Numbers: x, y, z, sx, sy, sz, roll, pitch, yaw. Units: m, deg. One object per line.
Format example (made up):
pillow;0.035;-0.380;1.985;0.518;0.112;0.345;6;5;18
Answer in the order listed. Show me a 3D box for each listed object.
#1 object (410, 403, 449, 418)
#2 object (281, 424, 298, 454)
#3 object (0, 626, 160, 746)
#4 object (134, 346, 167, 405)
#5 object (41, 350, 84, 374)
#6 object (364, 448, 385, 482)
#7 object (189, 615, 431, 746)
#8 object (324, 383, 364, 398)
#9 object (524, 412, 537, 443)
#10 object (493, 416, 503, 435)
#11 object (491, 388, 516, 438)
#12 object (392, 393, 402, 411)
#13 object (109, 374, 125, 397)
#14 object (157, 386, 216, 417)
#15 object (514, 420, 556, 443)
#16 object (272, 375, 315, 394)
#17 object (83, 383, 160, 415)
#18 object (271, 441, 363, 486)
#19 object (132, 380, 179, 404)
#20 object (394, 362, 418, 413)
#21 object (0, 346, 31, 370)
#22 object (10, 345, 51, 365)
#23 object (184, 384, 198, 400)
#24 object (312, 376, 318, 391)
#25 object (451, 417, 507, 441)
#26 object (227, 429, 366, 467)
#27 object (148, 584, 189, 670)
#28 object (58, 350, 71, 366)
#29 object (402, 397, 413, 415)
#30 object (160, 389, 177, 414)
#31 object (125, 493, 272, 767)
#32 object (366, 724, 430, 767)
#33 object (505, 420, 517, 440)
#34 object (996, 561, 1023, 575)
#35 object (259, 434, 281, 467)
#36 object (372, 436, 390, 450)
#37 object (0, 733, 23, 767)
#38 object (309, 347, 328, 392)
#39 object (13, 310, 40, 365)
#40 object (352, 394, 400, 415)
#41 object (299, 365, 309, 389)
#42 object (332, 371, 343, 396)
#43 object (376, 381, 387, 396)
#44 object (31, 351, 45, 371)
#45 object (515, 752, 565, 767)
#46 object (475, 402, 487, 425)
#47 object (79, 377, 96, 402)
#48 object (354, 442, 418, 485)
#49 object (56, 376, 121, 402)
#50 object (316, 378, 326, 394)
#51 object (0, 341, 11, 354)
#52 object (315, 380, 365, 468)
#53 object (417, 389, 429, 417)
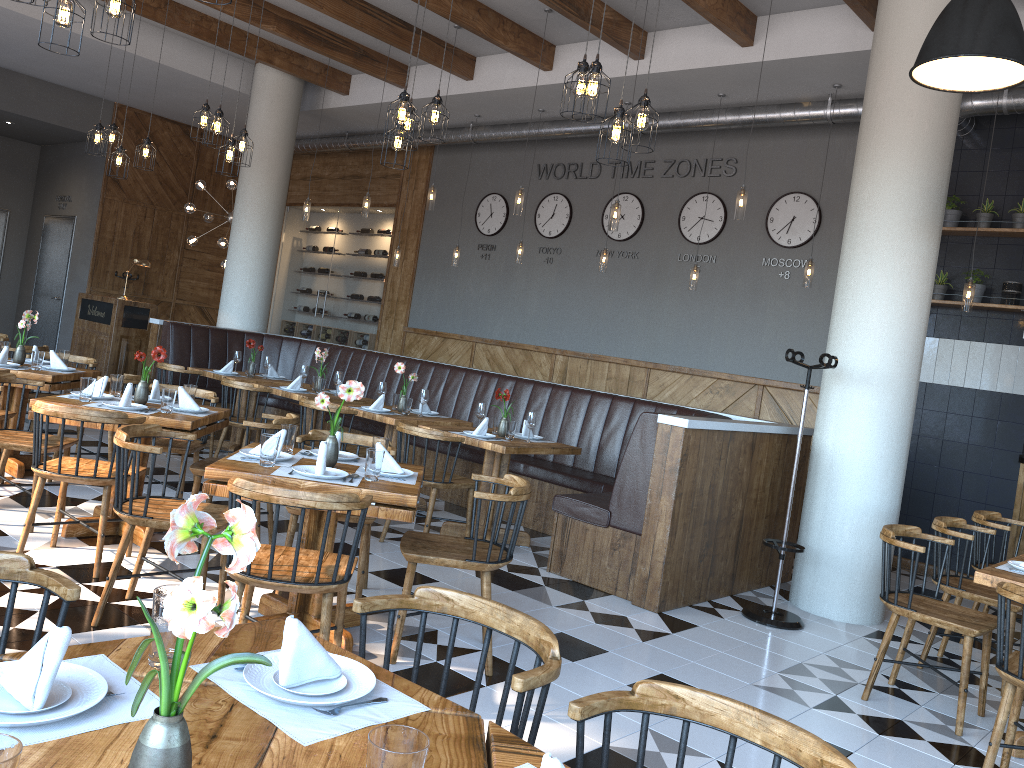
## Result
object;-0.709;0.179;7.319;0.353;0.137;0.271;10;3;41
object;-1.056;0.259;4.171;0.080;0.132;0.080;9;1;6
object;-0.733;0.421;1.361;0.273;0.137;0.351;10;3;41
object;-2.101;-0.051;5.143;0.171;0.355;0.156;9;0;6
object;-3.277;-0.169;6.403;0.272;0.137;0.352;8;2;-4
object;-0.589;0.346;3.774;0.080;0.132;0.080;9;1;16
object;-0.349;0.470;1.570;0.353;0.137;0.271;10;3;41
object;-1.534;0.025;8.049;0.353;0.137;0.271;10;3;41
object;0.131;0.307;6.307;0.081;0.215;0.081;9;0;10
object;-0.104;0.305;6.524;0.080;0.132;0.080;9;1;41
object;-0.076;0.203;6.373;0.156;0.355;0.170;9;0;44
object;-0.944;0.148;7.266;0.080;0.132;0.080;9;1;41
object;-2.390;0.010;5.350;0.080;0.132;0.080;8;1;-44
object;-1.887;0.090;5.179;0.272;0.137;0.352;8;2;-4
object;0.128;0.335;6.580;0.353;0.137;0.271;10;3;41
object;-1.882;-0.011;7.659;0.353;0.137;0.271;10;3;41
object;-2.131;0.065;4.891;0.352;0.137;0.272;8;2;-4
object;-0.798;0.315;3.708;0.352;0.137;0.272;8;2;-4
object;-2.173;0.037;5.422;0.352;0.137;0.272;8;2;-4
object;-0.875;0.028;7.146;0.147;0.400;0.206;9;0;43
object;-3.521;-0.194;6.115;0.352;0.137;0.272;8;2;-4
object;-3.562;-0.222;6.647;0.352;0.137;0.272;8;2;-4
object;-1.965;0.072;5.392;0.080;0.132;0.080;8;1;-44
object;-1.764;-0.005;7.991;0.080;0.132;0.080;9;1;41
object;-0.221;0.299;6.190;0.353;0.137;0.271;10;3;41
object;-0.940;0.278;4.076;0.577;0.137;0.582;8;2;-4
object;-0.606;0.434;1.577;0.080;0.132;0.080;9;1;26
object;-3.349;-0.186;6.615;0.080;0.132;0.080;8;1;-34
object;-0.831;0.176;6.999;0.080;0.132;0.080;8;1;-44
object;-1.923;0.097;4.953;0.080;0.132;0.080;8;1;-34
object;-0.398;0.349;1.112;0.146;0.400;0.207;8;0;-44
object;-0.154;0.520;1.138;0.080;0.132;0.080;9;1;26
object;-0.011;0.330;6.274;0.080;0.132;0.080;9;1;26
object;2.371;0.780;3.982;0.273;0.137;0.351;10;3;41
object;-1.025;0.282;3.737;0.080;0.132;0.080;9;1;16
object;-0.631;0.321;4.212;0.080;0.132;0.080;9;1;6
object;-0.586;0.462;0.963;0.080;0.132;0.080;9;1;26
object;-1.711;-0.126;7.849;0.146;0.400;0.207;8;0;-41
object;-3.501;-0.335;6.389;0.146;0.400;0.207;8;0;-37
object;-1.057;0.143;6.930;0.353;0.137;0.271;10;3;41
object;-1.868;-0.060;7.928;0.081;0.215;0.081;9;0;33
object;-1.529;-0.003;7.774;0.081;0.215;0.081;8;0;-18
object;-1.069;0.089;7.222;0.081;0.215;0.081;9;0;4
object;-3.308;-0.162;6.176;0.080;0.132;0.080;8;1;-34
object;0.078;0.550;1.193;0.353;0.137;0.271;10;3;41
object;-0.232;0.246;6.482;0.081;0.215;0.081;8;0;-41
object;-2.359;0.033;4.916;0.080;0.132;0.080;8;1;-44
object;-0.553;0.340;3.995;0.272;0.137;0.352;8;2;-4
object;-2.417;0.012;5.135;0.272;0.137;0.352;8;2;-4
object;-1.671;0.020;7.741;0.080;0.132;0.080;9;1;26
object;-3.774;-0.248;6.574;0.080;0.132;0.080;8;1;-34
object;-0.784;0.174;3.947;0.206;0.400;0.147;8;0;-29
object;-0.709;0.151;7.049;0.081;0.215;0.081;9;0;4
